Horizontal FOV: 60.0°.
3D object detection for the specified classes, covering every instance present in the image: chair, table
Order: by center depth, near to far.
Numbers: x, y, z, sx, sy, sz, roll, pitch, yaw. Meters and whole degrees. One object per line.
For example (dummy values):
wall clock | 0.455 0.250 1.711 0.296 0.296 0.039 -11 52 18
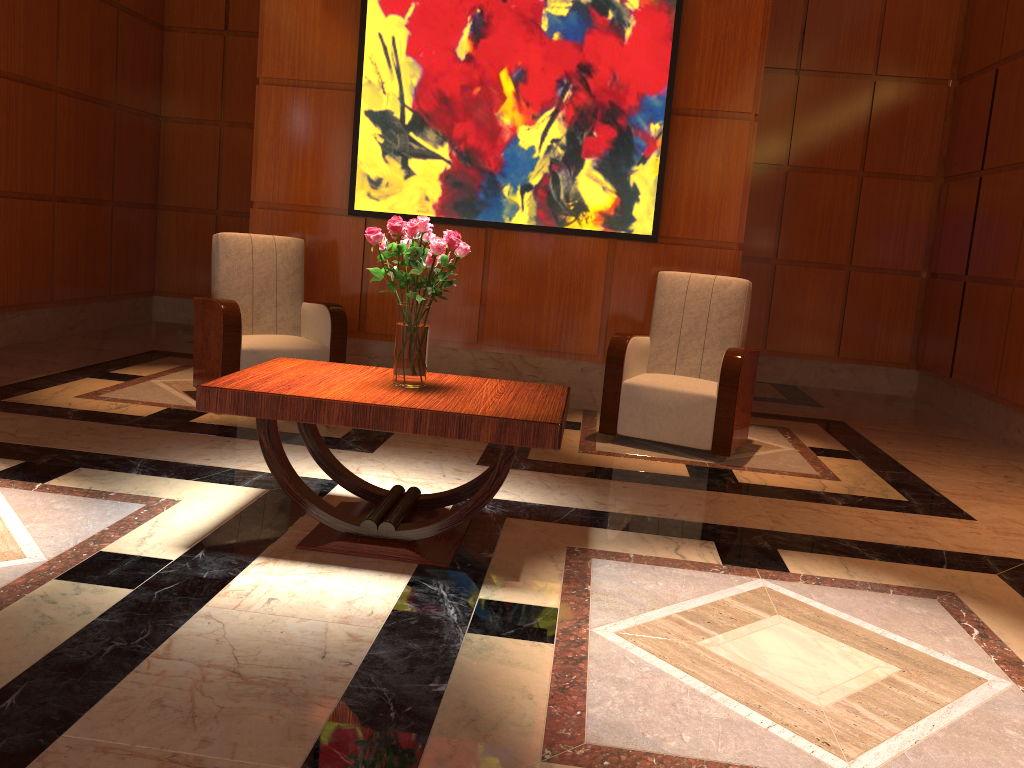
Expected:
table | -0.410 0.270 3.148 1.168 0.531 0.728 6 9 5
chair | 0.979 -0.144 5.023 0.739 0.956 0.630 9 9 24
chair | -1.434 -0.392 5.240 0.738 0.956 0.632 -1 10 -36

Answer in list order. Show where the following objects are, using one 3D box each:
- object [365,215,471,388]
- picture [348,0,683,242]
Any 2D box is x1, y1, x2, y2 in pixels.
object | -0.344 -0.290 3.105 0.351 0.593 0.328 9 9 25
picture | 0.002 -1.849 5.571 1.997 1.728 0.057 6 7 5
